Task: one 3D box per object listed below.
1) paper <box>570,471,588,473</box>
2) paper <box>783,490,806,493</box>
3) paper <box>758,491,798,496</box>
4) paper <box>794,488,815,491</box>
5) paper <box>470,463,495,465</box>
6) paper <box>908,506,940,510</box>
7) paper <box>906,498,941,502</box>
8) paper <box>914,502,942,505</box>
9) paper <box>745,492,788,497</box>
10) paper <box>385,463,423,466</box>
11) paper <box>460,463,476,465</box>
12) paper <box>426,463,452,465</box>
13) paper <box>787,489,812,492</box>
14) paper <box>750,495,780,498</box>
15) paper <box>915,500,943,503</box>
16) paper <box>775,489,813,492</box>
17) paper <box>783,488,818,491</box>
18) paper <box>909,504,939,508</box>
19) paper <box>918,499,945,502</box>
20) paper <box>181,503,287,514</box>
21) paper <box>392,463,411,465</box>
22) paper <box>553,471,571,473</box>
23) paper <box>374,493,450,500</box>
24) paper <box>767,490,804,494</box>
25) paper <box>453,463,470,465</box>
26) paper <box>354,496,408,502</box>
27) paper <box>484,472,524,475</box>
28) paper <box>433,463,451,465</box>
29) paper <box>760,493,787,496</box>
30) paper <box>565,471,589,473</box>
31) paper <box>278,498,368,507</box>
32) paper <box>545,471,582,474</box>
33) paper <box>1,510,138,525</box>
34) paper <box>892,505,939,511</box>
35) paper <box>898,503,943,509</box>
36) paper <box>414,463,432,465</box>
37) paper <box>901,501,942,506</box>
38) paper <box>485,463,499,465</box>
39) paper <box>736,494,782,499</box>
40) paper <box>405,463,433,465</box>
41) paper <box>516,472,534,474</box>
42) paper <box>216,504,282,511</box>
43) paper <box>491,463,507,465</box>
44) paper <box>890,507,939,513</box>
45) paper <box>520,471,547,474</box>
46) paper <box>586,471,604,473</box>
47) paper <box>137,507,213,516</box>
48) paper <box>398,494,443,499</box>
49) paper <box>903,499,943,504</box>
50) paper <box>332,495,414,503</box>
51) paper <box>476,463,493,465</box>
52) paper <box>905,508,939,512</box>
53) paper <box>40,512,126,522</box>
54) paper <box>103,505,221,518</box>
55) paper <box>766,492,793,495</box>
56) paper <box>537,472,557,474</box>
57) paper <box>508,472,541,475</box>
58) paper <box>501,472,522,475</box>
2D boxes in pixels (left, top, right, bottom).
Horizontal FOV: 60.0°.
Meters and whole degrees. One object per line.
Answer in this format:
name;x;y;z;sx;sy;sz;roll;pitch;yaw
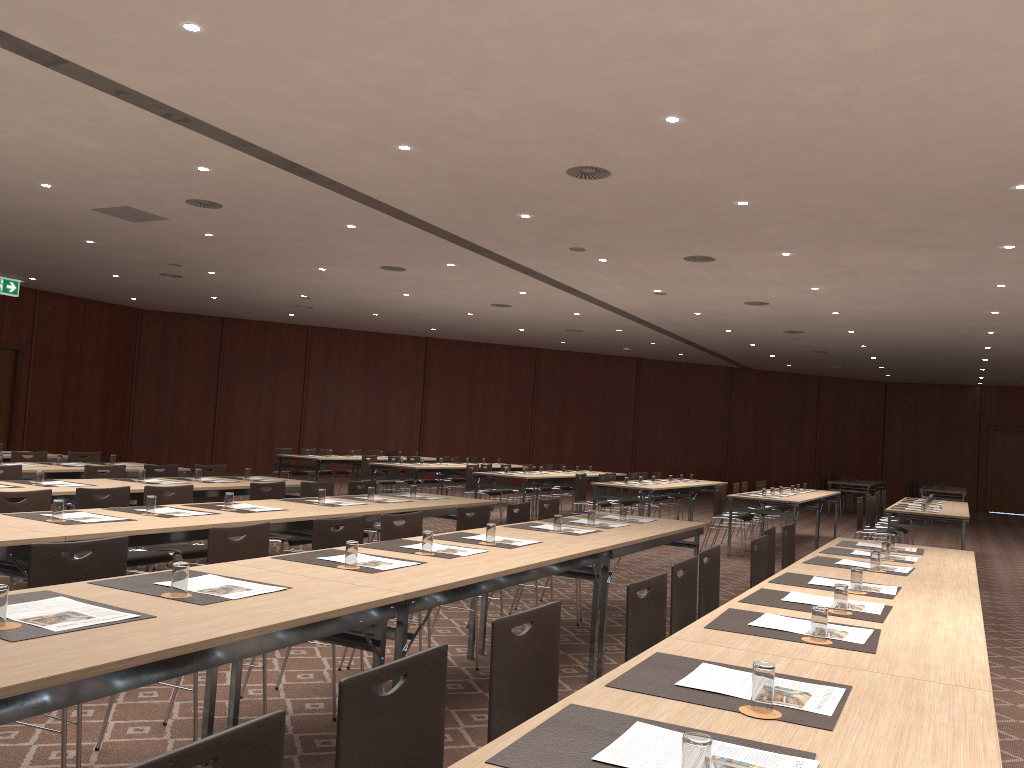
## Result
paper;1.312;1.671;16.812;0.398;0.006;0.284;2;-4;27
paper;4.563;1.751;14.423;0.398;0.006;0.284;2;-4;26
paper;4.050;1.673;13.560;0.565;0.003;0.460;2;-4;28
paper;5.113;1.853;15.583;0.398;0.006;0.284;2;-4;26
paper;-0.558;1.603;17.733;0.565;0.003;0.460;2;-4;27
paper;5.605;1.688;12.068;0.398;0.006;0.284;2;-4;29
paper;6.831;1.919;14.664;0.565;0.003;0.460;2;-4;27
paper;6.330;1.817;13.505;0.398;0.006;0.284;2;-4;29
paper;3.739;1.619;12.958;0.565;0.003;0.460;2;-4;27
paper;-1.872;1.370;15.135;0.565;0.003;0.460;2;-4;25
paper;-0.772;1.553;17.166;0.398;0.006;0.284;2;-4;26
paper;-1.297;1.472;16.263;0.565;0.003;0.460;2;-4;30
paper;4.836;1.801;14.986;0.398;0.006;0.284;2;-4;31
paper;3.533;1.570;12.397;0.398;0.006;0.284;2;-4;27
paper;6.635;1.871;14.111;0.398;0.006;0.284;2;-4;29
paper;4.779;1.802;14.994;0.565;0.003;0.460;2;-4;27
paper;5.068;1.851;15.539;0.565;0.003;0.460;2;-4;28
paper;5.884;1.740;12.671;0.398;0.006;0.284;2;-4;26
paper;6.926;1.920;14.644;0.398;0.006;0.284;2;-4;28
paper;-1.930;0.864;6.200;0.565;0.003;0.460;2;-4;26
paper;-1.834;1.368;15.121;0.398;0.006;0.284;2;-4;30
paper;0.995;1.618;16.242;0.398;0.006;0.284;2;-4;29
paper;-0.926;1.046;8.256;0.565;0.003;0.460;2;-4;26
paper;4.475;1.749;14.414;0.565;0.003;0.460;2;-4;28
paper;-0.861;1.550;17.145;0.565;0.003;0.460;2;-4;28
paper;-1.124;0.996;7.668;0.398;0.006;0.284;2;-4;29
paper;-0.119;1.432;14.183;0.565;0.003;0.460;2;-4;29
paper;-1.229;1.473;16.282;0.398;0.006;0.284;2;-4;26
paper;3.823;1.622;12.982;0.398;0.006;0.284;2;-4;27
paper;1.202;1.668;16.816;0.565;0.003;0.460;2;-4;28
paper;-1.510;0.941;7.066;0.565;0.003;0.460;2;-4;28
paper;0.927;1.616;16.220;0.565;0.003;0.460;2;-4;27
paper;-2.521;0.761;5.064;0.565;0.003;0.460;2;-4;29
paper;5.514;1.687;12.084;0.565;0.003;0.460;2;-4;29
paper;5.811;1.737;12.630;0.565;0.003;0.460;2;-4;24
paper;-1.520;1.422;15.721;0.398;0.006;0.284;2;-4;26
paper;6.230;1.813;13.492;0.565;0.003;0.460;2;-4;27
paper;-0.295;1.653;18.322;0.565;0.003;0.460;2;-4;26
paper;3.436;1.566;12.381;0.565;0.003;0.460;2;-4;27
paper;-1.627;1.418;15.699;0.565;0.003;0.460;2;-4;26
paper;0.263;1.489;14.802;0.398;0.006;0.284;2;-4;28
paper;-1.843;0.869;6.251;0.398;0.006;0.284;2;-4;29
paper;-0.213;1.655;18.315;0.398;0.006;0.284;2;-4;27
paper;5.225;1.635;11.507;0.565;0.003;0.460;2;-4;27
paper;0.471;1.538;15.366;0.565;0.003;0.460;2;-4;26
paper;1.574;1.721;17.397;0.398;0.006;0.284;2;-4;26
paper;-2.160;0.815;5.661;0.398;0.006;0.284;2;-4;25
paper;-0.846;1.047;8.247;0.398;0.006;0.284;2;-4;27
paper;6.521;1.866;14.083;0.565;0.003;0.460;2;-4;24
paper;-1.209;0.993;7.649;0.565;0.003;0.460;2;-4;29
paper;-0.490;1.603;17.721;0.398;0.006;0.284;2;-4;28
paper;5.318;1.637;11.501;0.398;0.006;0.284;2;-4;26
paper;-2.457;0.764;5.095;0.398;0.006;0.284;2;-4;27
paper;-2.237;0.814;5.670;0.565;0.003;0.460;2;-4;26
paper;4.105;1.674;13.586;0.398;0.006;0.284;2;-4;25
paper;0.566;1.541;15.377;0.398;0.006;0.284;2;-4;26
paper;0.193;1.487;14.788;0.565;0.003;0.460;2;-3;23
paper;-0.042;1.437;14.240;0.398;0.006;0.284;2;-4;28
